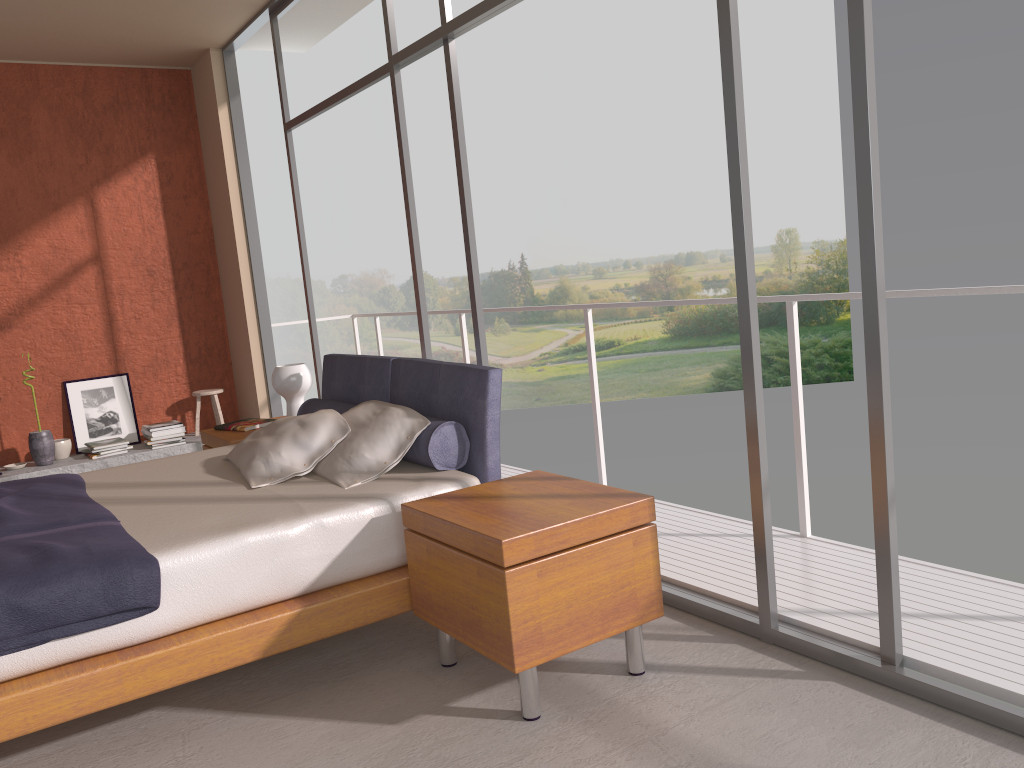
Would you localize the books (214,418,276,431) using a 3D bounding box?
[{"bbox_3d":[-1.525,0.234,5.103,0.287,0.025,0.247,0,9,38],"label":"books"}]

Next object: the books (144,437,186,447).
[{"bbox_3d":[-2.634,0.430,6.727,0.247,0.018,0.287,-10,8,-33],"label":"books"}]

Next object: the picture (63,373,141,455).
[{"bbox_3d":[-3.121,0.220,6.764,0.458,0.550,0.117,-10,8,-32],"label":"picture"}]

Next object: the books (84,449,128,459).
[{"bbox_3d":[-2.987,0.505,6.526,0.247,0.025,0.287,-11,9,-36],"label":"books"}]

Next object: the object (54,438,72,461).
[{"bbox_3d":[-3.332,0.485,6.519,0.179,0.137,0.180,-8,7,-20],"label":"object"}]

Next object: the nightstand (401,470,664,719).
[{"bbox_3d":[0.061,0.646,2.871,0.562,0.556,0.628,-10,8,-32],"label":"nightstand"}]

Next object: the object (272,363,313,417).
[{"bbox_3d":[-1.213,0.062,4.945,0.224,0.338,0.224,-8,8,-21],"label":"object"}]

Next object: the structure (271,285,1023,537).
[{"bbox_3d":[0.547,0.160,3.986,0.728,1.005,7.689,-10,8,-32],"label":"structure"}]

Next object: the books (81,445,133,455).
[{"bbox_3d":[-2.983,0.480,6.537,0.328,0.018,0.247,1,9,42],"label":"books"}]

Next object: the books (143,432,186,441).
[{"bbox_3d":[-2.635,0.383,6.716,0.247,0.027,0.328,-10,8,-31],"label":"books"}]

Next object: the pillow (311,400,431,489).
[{"bbox_3d":[-0.644,0.236,3.644,0.400,0.265,0.791,-10,8,-30],"label":"pillow"}]

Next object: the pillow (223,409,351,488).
[{"bbox_3d":[-0.992,0.256,3.846,0.431,0.264,0.869,-9,8,-25],"label":"pillow"}]

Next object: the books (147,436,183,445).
[{"bbox_3d":[-2.625,0.411,6.701,0.247,0.025,0.287,-9,8,-22],"label":"books"}]

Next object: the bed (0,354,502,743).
[{"bbox_3d":[-1.473,0.532,3.461,2.462,0.959,2.017,-10,8,-32],"label":"bed"}]

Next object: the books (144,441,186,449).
[{"bbox_3d":[-2.628,0.449,6.724,0.247,0.018,0.328,-10,8,-31],"label":"books"}]

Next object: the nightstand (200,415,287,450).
[{"bbox_3d":[-1.382,0.518,5.078,0.562,0.556,0.628,-10,8,-32],"label":"nightstand"}]

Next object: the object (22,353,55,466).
[{"bbox_3d":[-3.369,0.178,6.274,0.165,0.810,0.165,-7,7,-9],"label":"object"}]

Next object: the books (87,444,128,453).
[{"bbox_3d":[-2.975,0.458,6.524,0.247,0.025,0.287,-10,8,-30],"label":"books"}]

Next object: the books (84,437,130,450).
[{"bbox_3d":[-2.981,0.437,6.525,0.247,0.018,0.328,-11,9,-35],"label":"books"}]

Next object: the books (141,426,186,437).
[{"bbox_3d":[-2.638,0.350,6.712,0.247,0.038,0.319,-11,9,-35],"label":"books"}]

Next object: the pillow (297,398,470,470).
[{"bbox_3d":[-0.625,0.202,3.981,0.205,0.201,1.470,-10,8,-32],"label":"pillow"}]

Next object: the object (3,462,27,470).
[{"bbox_3d":[-3.510,0.590,6.272,0.152,0.040,0.152,-5,7,2],"label":"object"}]

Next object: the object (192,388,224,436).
[{"bbox_3d":[-2.378,0.221,7.041,0.260,0.349,0.257,-2,8,26],"label":"object"}]

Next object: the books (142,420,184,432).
[{"bbox_3d":[-2.645,0.319,6.713,0.247,0.025,0.287,-10,8,-33],"label":"books"}]

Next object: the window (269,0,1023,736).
[{"bbox_3d":[0.222,-0.742,3.488,0.075,3.133,6.106,-10,8,-32],"label":"window"}]
